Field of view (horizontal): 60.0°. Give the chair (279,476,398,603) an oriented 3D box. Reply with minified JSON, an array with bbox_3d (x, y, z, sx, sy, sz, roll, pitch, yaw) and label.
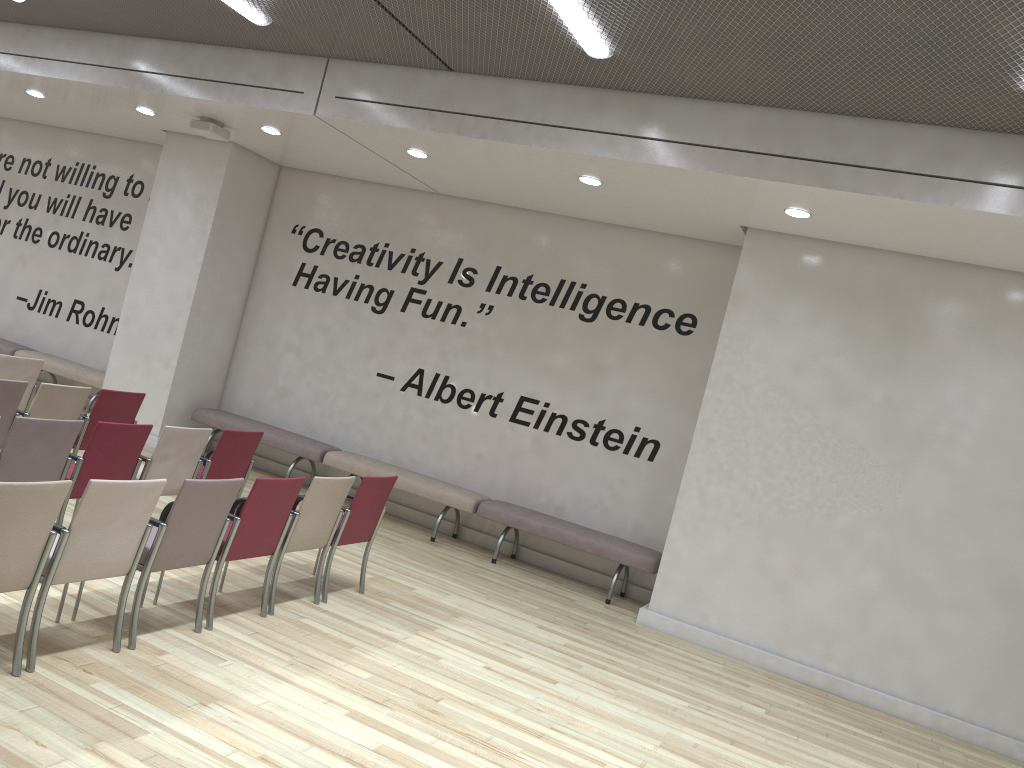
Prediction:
[{"bbox_3d":[-1.267,0.998,6.245,0.640,0.890,0.513,15,1,23],"label":"chair"}]

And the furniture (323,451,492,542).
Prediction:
[{"bbox_3d":[-1.138,1.169,9.192,1.833,0.550,0.530,15,1,23],"label":"furniture"}]

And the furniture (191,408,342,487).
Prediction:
[{"bbox_3d":[-2.790,0.734,9.923,1.833,0.550,0.530,15,1,23],"label":"furniture"}]

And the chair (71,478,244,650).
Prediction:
[{"bbox_3d":[-1.904,0.853,4.718,0.640,0.890,0.513,15,1,22],"label":"chair"}]

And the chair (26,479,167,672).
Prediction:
[{"bbox_3d":[-2.124,0.802,4.212,0.640,0.890,0.513,15,1,24],"label":"chair"}]

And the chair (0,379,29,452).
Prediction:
[{"bbox_3d":[-3.876,0.325,6.197,0.640,0.890,0.513,15,1,24],"label":"chair"}]

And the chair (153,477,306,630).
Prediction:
[{"bbox_3d":[-1.691,0.901,5.236,0.640,0.890,0.513,15,1,23],"label":"chair"}]

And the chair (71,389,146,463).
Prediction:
[{"bbox_3d":[-3.464,0.419,7.206,0.640,0.890,0.513,15,1,24],"label":"chair"}]

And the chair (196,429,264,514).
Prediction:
[{"bbox_3d":[-2.360,0.710,6.728,0.640,0.890,0.513,15,1,23],"label":"chair"}]

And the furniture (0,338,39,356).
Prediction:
[{"bbox_3d":[-7.132,-0.411,11.841,1.833,0.550,0.530,15,1,23],"label":"furniture"}]

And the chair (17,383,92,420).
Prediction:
[{"bbox_3d":[-3.675,0.371,6.712,0.640,0.890,0.513,15,1,22],"label":"chair"}]

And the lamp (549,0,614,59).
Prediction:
[{"bbox_3d":[-0.058,-2.315,4.342,0.198,0.045,3.304,15,1,23],"label":"lamp"}]

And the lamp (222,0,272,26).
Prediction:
[{"bbox_3d":[-2.605,-2.987,5.467,0.198,0.045,3.304,15,1,23],"label":"lamp"}]

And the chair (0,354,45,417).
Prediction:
[{"bbox_3d":[-4.554,0.132,7.697,0.640,0.890,0.513,15,1,23],"label":"chair"}]

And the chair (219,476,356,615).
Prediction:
[{"bbox_3d":[-1.482,0.949,5.741,0.640,0.890,0.513,15,1,24],"label":"chair"}]

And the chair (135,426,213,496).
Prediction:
[{"bbox_3d":[-2.579,0.660,6.213,0.640,0.890,0.513,15,1,24],"label":"chair"}]

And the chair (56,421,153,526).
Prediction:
[{"bbox_3d":[-2.800,0.609,5.712,0.640,0.890,0.513,15,1,22],"label":"chair"}]

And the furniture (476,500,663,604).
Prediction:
[{"bbox_3d":[0.511,1.604,8.464,1.833,0.550,0.530,15,1,23],"label":"furniture"}]

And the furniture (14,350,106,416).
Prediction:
[{"bbox_3d":[-5.483,0.024,11.112,1.833,0.550,0.530,15,1,23],"label":"furniture"}]

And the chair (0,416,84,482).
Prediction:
[{"bbox_3d":[-3.009,0.561,5.204,0.640,0.890,0.513,15,1,23],"label":"chair"}]

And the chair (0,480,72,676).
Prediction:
[{"bbox_3d":[-2.333,0.754,3.707,0.640,0.890,0.513,15,1,23],"label":"chair"}]

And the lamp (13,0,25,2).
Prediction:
[{"bbox_3d":[-5.138,-3.655,6.587,0.198,0.045,3.304,15,1,23],"label":"lamp"}]
